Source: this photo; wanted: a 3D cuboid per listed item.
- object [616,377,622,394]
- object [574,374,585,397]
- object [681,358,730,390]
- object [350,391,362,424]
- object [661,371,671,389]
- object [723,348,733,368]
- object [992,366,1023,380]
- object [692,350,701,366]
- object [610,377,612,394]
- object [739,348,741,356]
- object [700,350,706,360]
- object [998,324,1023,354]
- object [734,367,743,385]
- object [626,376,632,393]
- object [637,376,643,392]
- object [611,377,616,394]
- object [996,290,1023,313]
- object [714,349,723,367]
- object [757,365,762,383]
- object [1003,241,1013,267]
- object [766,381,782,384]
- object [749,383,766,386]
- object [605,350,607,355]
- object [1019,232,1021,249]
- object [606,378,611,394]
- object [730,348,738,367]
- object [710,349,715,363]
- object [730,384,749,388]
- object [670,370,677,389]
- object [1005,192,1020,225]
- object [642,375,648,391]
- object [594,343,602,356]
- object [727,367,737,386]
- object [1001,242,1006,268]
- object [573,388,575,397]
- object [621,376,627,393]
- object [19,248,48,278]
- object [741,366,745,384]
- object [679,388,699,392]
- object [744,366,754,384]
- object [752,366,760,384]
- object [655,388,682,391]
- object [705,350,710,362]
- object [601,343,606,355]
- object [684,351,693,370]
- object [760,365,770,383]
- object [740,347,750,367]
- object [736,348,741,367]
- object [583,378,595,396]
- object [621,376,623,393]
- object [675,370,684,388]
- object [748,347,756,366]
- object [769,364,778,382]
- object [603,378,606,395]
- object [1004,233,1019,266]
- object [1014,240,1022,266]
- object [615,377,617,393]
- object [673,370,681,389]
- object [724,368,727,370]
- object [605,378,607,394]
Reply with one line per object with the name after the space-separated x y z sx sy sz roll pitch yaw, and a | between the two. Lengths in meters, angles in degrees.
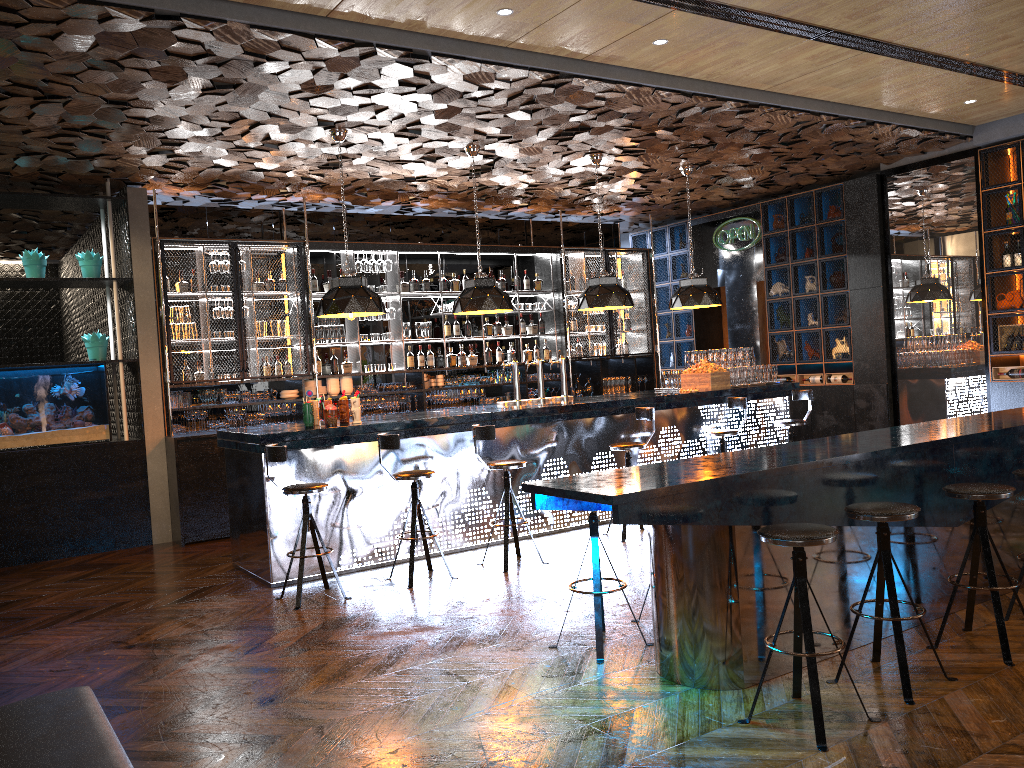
1.486 0.017 12.331 0.079 0.231 0.079 -4 1 -6 | object
0.903 0.018 12.100 0.170 0.313 0.170 -5 2 -39 | object
2.079 -0.108 9.492 0.340 0.332 0.464 -4 1 -30 | object
-1.276 0.189 7.237 0.081 0.264 0.099 -4 1 -12 | object
1.730 -0.038 9.957 0.105 0.209 0.105 -4 1 -8 | object
2.326 -0.280 9.580 0.105 0.209 0.105 -4 1 -8 | object
5.244 -0.117 9.257 0.122 0.132 0.396 -4 1 -30 | object
2.073 -0.271 9.949 0.105 0.209 0.105 -4 1 -8 | object
1.401 0.021 12.375 0.079 0.231 0.079 -4 1 -23 | object
2.578 -0.303 9.899 0.105 0.209 0.105 -4 1 -8 | object
2.146 -0.277 10.002 0.105 0.209 0.105 -4 1 -8 | object
5.352 -0.481 9.348 0.152 0.297 0.361 -5 2 -42 | object
2.441 -0.078 9.595 0.105 0.209 0.105 -4 1 -8 | object
1.648 0.004 12.434 0.079 0.231 0.079 -5 2 -37 | object
1.794 -0.004 12.520 0.101 0.227 0.101 -3 1 35 | object
1.403 0.023 12.278 0.079 0.231 0.079 -3 1 33 | object
5.198 -0.866 9.267 0.138 0.222 0.278 -4 1 -33 | object
2.255 -0.277 9.673 0.105 0.209 0.105 -4 1 -8 | object
2.816 -0.109 10.008 0.105 0.209 0.105 -4 1 -8 | object
5.211 -1.343 9.319 0.088 0.306 0.088 -4 1 -24 | object
2.797 -0.013 9.999 0.273 0.019 0.437 -4 1 -33 | object
2.569 0.005 9.836 0.273 0.019 0.437 -4 1 -33 | object
1.339 -0.476 12.519 0.105 0.209 0.105 -3 2 42 | object
5.426 -1.401 9.304 0.116 0.392 0.144 -5 2 -38 | object
1.334 0.029 12.230 0.079 0.231 0.079 -5 2 -37 | object
2.400 -0.286 9.633 0.105 0.209 0.105 -4 1 -8 | object
2.304 -0.290 10.110 0.105 0.209 0.105 -4 1 -8 | object
2.337 0.024 9.675 0.273 0.019 0.437 -4 1 -33 | object
1.822 -0.046 10.025 0.105 0.209 0.105 -4 1 -8 | object
5.295 -1.821 9.290 0.222 0.390 0.224 -3 2 41 | object
1.892 -0.013 12.632 0.101 0.227 0.101 -3 1 35 | object
1.198 -0.462 12.295 0.105 0.209 0.105 -3 2 42 | object
2.355 -0.071 9.523 0.105 0.209 0.105 -4 1 -8 | object
5.242 -1.353 9.409 0.086 0.313 0.086 -4 1 5 | object
0.754 0.032 12.003 0.186 0.307 0.186 -4 1 -27 | object
1.564 0.011 12.377 0.079 0.231 0.079 -4 1 3 | object
-4.609 -1.152 8.564 0.255 0.325 0.244 -4 1 -6 | object
2.535 -0.088 9.788 0.105 0.209 0.105 -4 1 -8 | object
1.848 0.065 9.223 0.198 0.045 0.377 -4 1 5 | object
2.587 -0.089 9.684 0.105 0.209 0.105 -4 1 -8 | object
2.673 -0.097 9.756 0.105 0.209 0.105 -4 1 -8 | object
1.829 0.052 9.881 0.273 0.019 0.437 -4 1 -33 | object
2.233 -0.287 10.203 0.105 0.209 0.105 -4 1 -8 | object
1.264 -0.469 12.413 0.105 0.209 0.105 -3 2 42 | object
2.001 -0.269 10.042 0.105 0.209 0.105 -4 1 -8 | object
2.826 -0.107 9.885 0.105 0.209 0.105 -3 1 32 | object
2.558 -0.298 9.741 0.105 0.209 0.105 -4 1 -8 | object
2.487 -0.296 9.834 0.105 0.209 0.105 -4 1 -8 | object
1.054 0.041 12.130 0.158 0.248 0.158 -5 2 -39 | object
1.555 0.009 12.480 0.079 0.231 0.079 -3 2 37 | object
1.857 -0.042 9.767 0.105 0.209 0.105 -3 1 32 | object
2.632 -0.304 9.794 0.105 0.209 0.105 -4 1 -8 | object
2.923 -0.114 9.934 0.105 0.209 0.105 -3 1 32 | object
1.249 0.036 12.173 0.079 0.231 0.079 -4 1 3 | object
5.360 -1.400 9.454 0.116 0.392 0.144 -4 1 -28 | object
5.281 -1.346 9.235 0.088 0.306 0.088 -4 1 -24 | object
1.474 0.016 12.429 0.079 0.231 0.079 -4 1 -31 | object
1.848 -0.045 9.890 0.105 0.209 0.105 -4 1 -8 | object
2.303 -0.070 9.627 0.105 0.209 0.105 -4 1 -8 | object
1.306 0.026 12.428 0.079 0.231 0.079 -4 1 -1 | object
